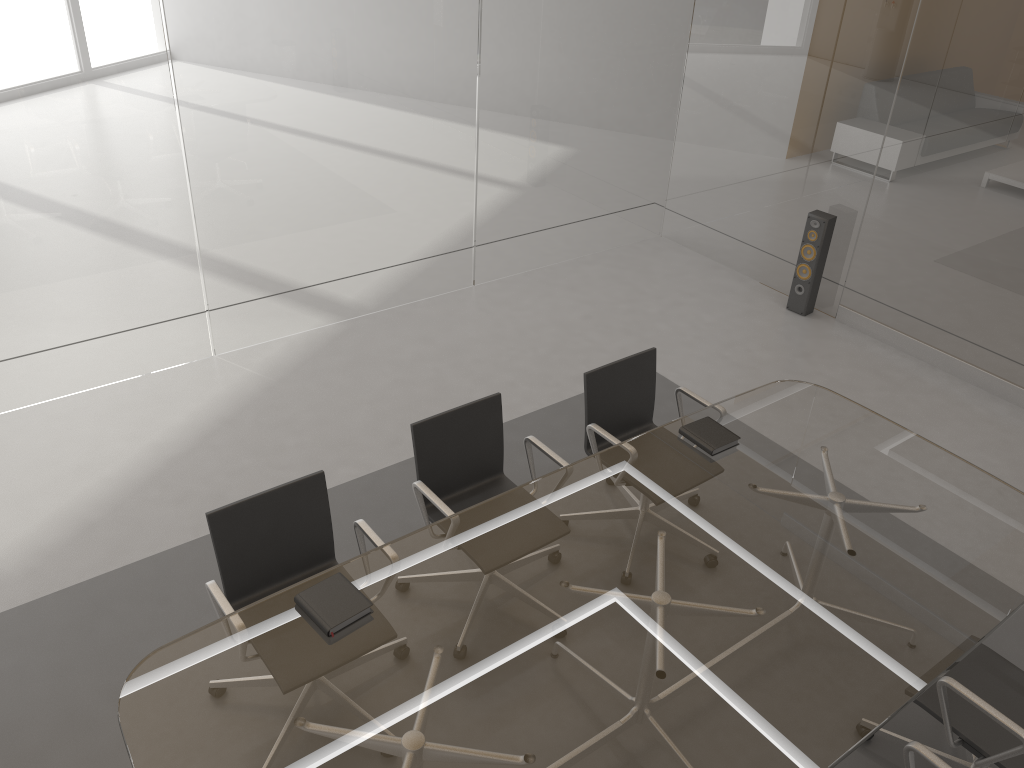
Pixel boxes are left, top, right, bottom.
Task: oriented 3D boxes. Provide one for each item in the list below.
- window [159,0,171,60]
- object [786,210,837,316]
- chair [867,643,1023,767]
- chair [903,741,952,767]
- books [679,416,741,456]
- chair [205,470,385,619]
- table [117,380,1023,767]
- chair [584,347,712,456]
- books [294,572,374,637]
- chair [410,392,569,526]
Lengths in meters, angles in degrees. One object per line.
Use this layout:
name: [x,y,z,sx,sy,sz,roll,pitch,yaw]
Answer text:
window: [-5.575,-4.912,8.368,0.100,4.498,8.533,15,34,18]
object: [2.020,-0.811,6.011,0.124,0.706,0.152,-23,40,-36]
chair: [1.550,1.053,2.852,0.710,0.805,0.731,23,37,29]
chair: [0.933,1.317,2.369,0.710,0.805,0.731,23,37,29]
books: [0.782,0.205,3.512,0.164,0.032,0.183,-18,37,-30]
chair: [-0.664,0.830,3.017,0.710,0.805,0.731,23,37,29]
table: [0.454,0.965,2.969,3.054,0.721,1.372,-19,38,-32]
chair: [0.639,0.363,3.889,0.710,0.805,0.731,23,37,29]
books: [-0.534,0.659,2.659,0.164,0.032,0.183,-24,41,-37]
chair: [-0.052,0.562,3.505,0.710,0.805,0.731,23,37,29]
